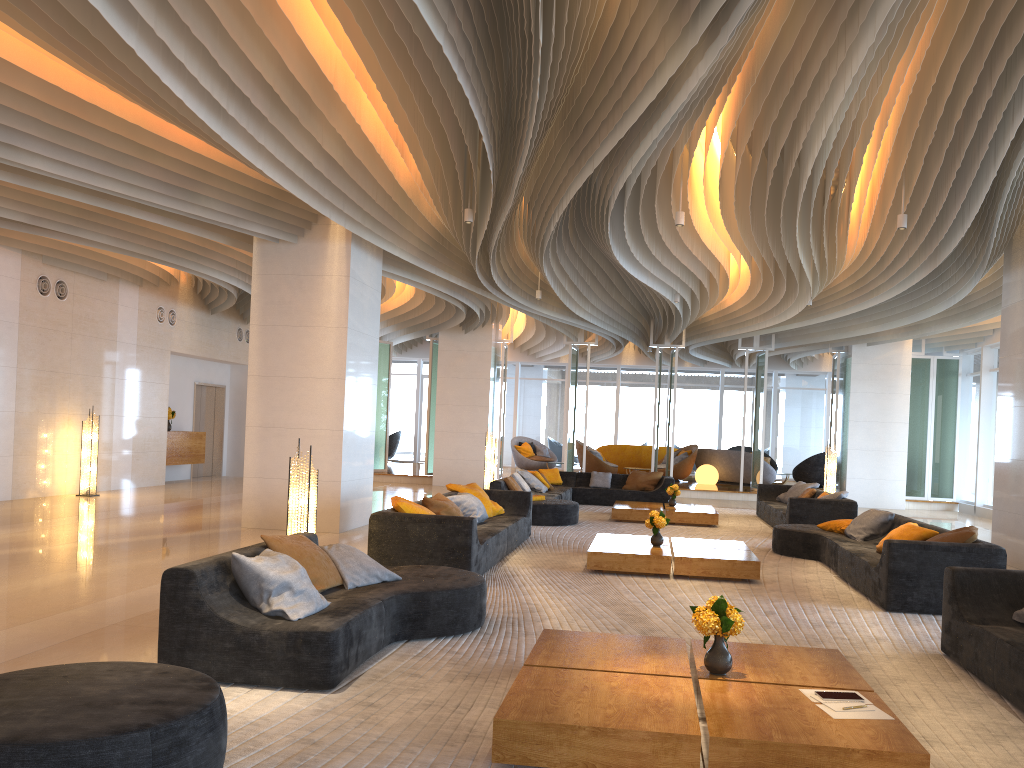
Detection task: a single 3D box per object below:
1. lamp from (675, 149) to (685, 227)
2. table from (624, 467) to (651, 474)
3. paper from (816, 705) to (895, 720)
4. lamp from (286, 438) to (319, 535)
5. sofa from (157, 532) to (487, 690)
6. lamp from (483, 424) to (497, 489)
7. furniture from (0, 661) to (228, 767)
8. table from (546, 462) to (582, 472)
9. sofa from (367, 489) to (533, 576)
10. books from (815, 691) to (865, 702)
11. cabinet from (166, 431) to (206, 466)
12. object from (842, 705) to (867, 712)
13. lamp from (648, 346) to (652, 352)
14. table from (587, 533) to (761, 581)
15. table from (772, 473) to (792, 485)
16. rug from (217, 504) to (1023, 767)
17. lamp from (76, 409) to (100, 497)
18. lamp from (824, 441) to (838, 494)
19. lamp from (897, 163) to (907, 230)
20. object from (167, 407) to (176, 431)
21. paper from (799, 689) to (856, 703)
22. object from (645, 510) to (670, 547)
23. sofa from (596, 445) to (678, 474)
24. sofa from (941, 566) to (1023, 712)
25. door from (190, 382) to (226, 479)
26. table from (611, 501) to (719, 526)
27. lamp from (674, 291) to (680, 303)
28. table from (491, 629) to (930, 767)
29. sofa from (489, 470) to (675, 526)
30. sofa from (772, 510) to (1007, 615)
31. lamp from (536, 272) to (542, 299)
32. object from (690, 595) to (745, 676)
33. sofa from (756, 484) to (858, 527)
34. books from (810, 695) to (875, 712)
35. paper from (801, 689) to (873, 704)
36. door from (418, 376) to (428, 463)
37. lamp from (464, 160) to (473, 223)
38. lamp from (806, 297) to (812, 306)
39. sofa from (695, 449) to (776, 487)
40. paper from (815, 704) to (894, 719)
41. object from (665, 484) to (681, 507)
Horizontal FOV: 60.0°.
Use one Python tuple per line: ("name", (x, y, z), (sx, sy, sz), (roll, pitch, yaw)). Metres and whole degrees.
("lamp", (1.744, -2.368, 9.054), (0.090, 1.506, 0.088), (2, 0, -19))
("table", (3.298, 2.342, 22.925), (0.823, 0.318, 1.074), (3, -3, -10))
("paper", (1.417, 1.357, 3.671), (0.260, 0.001, 0.190), (3, -3, -5))
("lamp", (-1.705, 1.042, 7.204), (0.249, 1.198, 0.251), (2, 0, 8))
("sofa", (-0.929, 1.280, 5.436), (1.348, 0.576, 2.266), (2, -3, 9))
("lamp", (-0.383, 1.429, 15.757), (0.249, 1.450, 0.251), (2, 0, 8))
("furniture", (-1.500, 1.236, 3.047), (0.973, 0.364, 0.995), (2, -3, 17))
("table", (1.505, 2.363, 24.773), (1.070, 0.318, 0.826), (2, -3, 15))
("sofa", (-0.498, 1.503, 9.322), (0.937, 0.582, 3.800), (2, -3, 9))
("books", (1.423, 1.358, 3.857), (0.181, 0.011, 0.112), (3, -3, -2))
("cabinet", (-6.860, 1.287, 17.984), (0.556, 0.661, 1.519), (2, -3, 9))
("object", (1.415, 1.352, 3.725), (0.182, 0.014, 0.105), (3, -3, -11))
("lamp", (3.527, -1.573, 22.515), (0.088, 1.506, 0.090), (3, 0, 17))
("table", (1.623, 1.765, 9.068), (1.593, 0.220, 1.610), (2, -3, 8))
("table", (7.078, 2.554, 23.831), (1.093, 0.318, 0.809), (4, -3, -20))
("rug", (1.670, 1.897, 9.389), (5.484, 0.022, 16.317), (2, -3, 9))
("lamp", (-6.779, 1.072, 14.232), (0.249, 1.450, 0.251), (2, 0, 8))
("lamp", (5.734, 1.705, 15.976), (0.249, 1.450, 0.251), (2, 0, 8))
("lamp", (3.896, -2.290, 8.786), (0.089, 1.506, 0.089), (2, 0, -1))
("object", (-6.809, 0.690, 17.602), (0.266, 0.496, 0.235), (3, 0, -5))
("paper", (1.415, 1.368, 3.881), (0.263, 0.001, 0.197), (3, -3, -1))
("object", (1.468, 1.455, 8.987), (0.232, 0.377, 0.270), (2, -1, 30))
("sofa", (3.506, 2.162, 24.838), (2.566, 0.901, 1.109), (3, -2, -3))
("sofa", (2.884, 1.347, 3.651), (1.326, 0.582, 4.225), (2, -3, 16))
("door", (-6.890, 1.041, 19.835), (0.245, 2.100, 1.413), (2, -1, 9))
("table", (2.429, 2.073, 14.188), (1.593, 0.220, 1.610), (2, -3, 8))
("lamp", (2.662, -2.056, 14.173), (0.090, 1.506, 0.087), (2, 0, -37))
("table", (0.839, 1.465, 4.089), (1.593, 0.220, 1.610), (2, -3, 8))
("sofa", (1.344, 1.845, 14.899), (2.810, 0.653, 5.119), (2, -3, 9))
("sofa", (3.597, 1.666, 9.064), (1.345, 0.582, 4.165), (2, -3, 8))
("lamp", (0.464, -2.136, 14.446), (0.090, 1.506, 0.087), (2, 0, -37))
("object", (0.966, 1.177, 4.188), (0.264, 0.377, 0.238), (2, -1, 10))
("sofa", (4.534, 1.966, 13.927), (0.937, 0.582, 3.800), (2, -3, 9))
("books", (1.406, 1.357, 3.777), (0.182, 0.011, 0.210), (3, -3, -11))
("paper", (1.418, 1.367, 3.877), (0.256, 0.001, 0.186), (2, -3, 0))
("door", (-2.216, 1.152, 28.267), (1.452, 2.770, 0.060), (2, 0, 7))
("lamp", (-0.425, -2.448, 9.315), (0.089, 1.506, 0.089), (2, 0, -1))
("lamp", (4.695, -1.981, 13.922), (0.090, 1.506, 0.087), (2, 0, -37))
("sofa", (5.728, 2.162, 23.047), (1.129, 0.900, 2.521), (4, -3, -32))
("paper", (1.417, 1.356, 3.671), (0.257, 0.001, 0.185), (3, -3, -5))
("object", (2.603, 1.788, 14.317), (0.232, 0.377, 0.270), (2, -1, 40))
